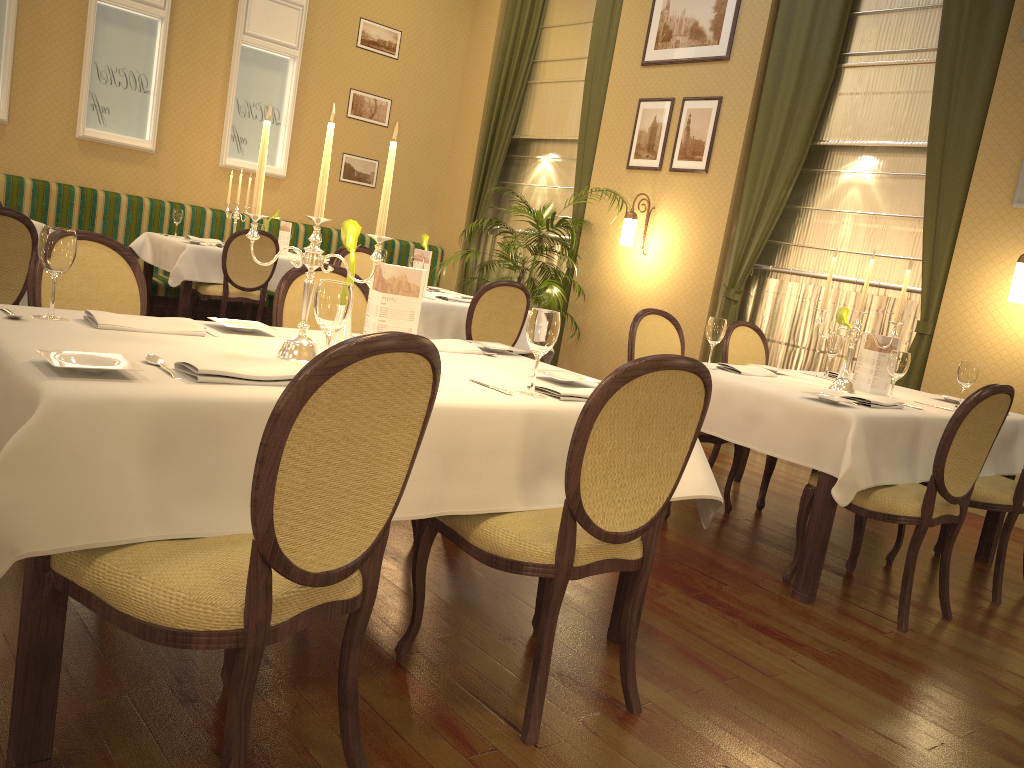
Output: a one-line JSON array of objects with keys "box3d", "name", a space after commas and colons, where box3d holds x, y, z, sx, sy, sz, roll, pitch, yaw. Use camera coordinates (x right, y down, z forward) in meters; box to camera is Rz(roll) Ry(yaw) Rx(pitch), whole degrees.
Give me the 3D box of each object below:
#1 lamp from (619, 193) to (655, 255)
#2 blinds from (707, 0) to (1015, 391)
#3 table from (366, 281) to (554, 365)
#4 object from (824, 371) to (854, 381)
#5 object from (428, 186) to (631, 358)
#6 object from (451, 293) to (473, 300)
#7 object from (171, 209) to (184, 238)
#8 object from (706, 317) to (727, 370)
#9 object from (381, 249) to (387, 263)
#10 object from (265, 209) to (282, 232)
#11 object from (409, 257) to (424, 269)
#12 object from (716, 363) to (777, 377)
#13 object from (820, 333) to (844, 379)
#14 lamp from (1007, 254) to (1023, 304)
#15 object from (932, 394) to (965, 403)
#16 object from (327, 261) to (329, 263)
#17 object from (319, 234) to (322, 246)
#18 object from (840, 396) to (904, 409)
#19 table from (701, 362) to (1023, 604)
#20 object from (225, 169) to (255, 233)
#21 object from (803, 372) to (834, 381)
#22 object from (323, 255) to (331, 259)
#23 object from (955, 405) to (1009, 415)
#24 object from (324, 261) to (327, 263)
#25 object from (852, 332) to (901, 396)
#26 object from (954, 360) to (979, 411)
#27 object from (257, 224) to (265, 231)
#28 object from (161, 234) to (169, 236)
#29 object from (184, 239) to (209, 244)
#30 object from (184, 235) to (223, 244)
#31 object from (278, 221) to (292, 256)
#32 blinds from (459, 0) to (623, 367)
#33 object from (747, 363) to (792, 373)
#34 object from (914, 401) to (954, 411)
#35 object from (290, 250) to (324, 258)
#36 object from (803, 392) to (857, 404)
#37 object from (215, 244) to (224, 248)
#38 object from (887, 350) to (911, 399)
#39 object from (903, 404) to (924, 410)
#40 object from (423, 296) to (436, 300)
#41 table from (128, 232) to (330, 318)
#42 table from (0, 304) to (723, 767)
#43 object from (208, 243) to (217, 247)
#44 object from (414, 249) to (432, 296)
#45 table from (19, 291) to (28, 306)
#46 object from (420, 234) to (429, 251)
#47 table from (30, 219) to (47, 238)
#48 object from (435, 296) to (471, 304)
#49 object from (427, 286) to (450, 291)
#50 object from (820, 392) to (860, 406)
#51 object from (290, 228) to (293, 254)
[{"box3d": [1.076, -1.387, 7.644, 0.114, 0.513, 0.323, 17, 11, 38], "name": "lamp"}, {"box3d": [2.446, -1.709, 6.362, 0.129, 4.537, 1.878, 3, 11, -40], "name": "blinds"}, {"box3d": [-0.580, -0.209, 5.769, 1.395, 0.759, 1.389, 3, 11, -39], "name": "table"}, {"box3d": [1.795, -0.036, 4.717, 0.273, 0.033, 0.142, 3, 11, -40], "name": "object"}, {"box3d": [0.177, -0.937, 7.970, 1.496, 1.807, 1.552, 15, 10, 30], "name": "object"}, {"box3d": [-0.295, -0.565, 5.830, 0.160, 0.024, 0.160, 3, 11, -40], "name": "object"}, {"box3d": [-2.766, -1.327, 7.320, 0.088, 0.229, 0.088, 11, 9, 7], "name": "object"}, {"box3d": [0.896, -0.181, 3.950, 0.088, 0.229, 0.088, 11, 9, 7], "name": "object"}, {"box3d": [-0.872, -0.769, 5.811, 0.088, 0.229, 0.088, 11, 9, 7], "name": "object"}, {"box3d": [-2.065, -1.319, 7.581, 0.076, 0.375, 0.163, 16, 10, 36], "name": "object"}, {"box3d": [-0.576, -0.633, 5.250, 0.088, 0.229, 0.088, 11, 9, 7], "name": "object"}, {"box3d": [1.077, -0.063, 4.064, 0.273, 0.033, 0.142, 3, 11, -40], "name": "object"}, {"box3d": [1.648, -0.144, 4.578, 0.088, 0.229, 0.088, 11, 9, 7], "name": "object"}, {"box3d": [3.065, -0.679, 5.246, 0.114, 0.513, 0.323, 17, 11, 38], "name": "lamp"}, {"box3d": [2.196, 0.081, 4.418, 0.160, 0.024, 0.160, 3, 11, -40], "name": "object"}, {"box3d": [-1.429, -1.026, 7.579, 0.273, 0.024, 0.142, 3, 11, -40], "name": "object"}, {"box3d": [-1.634, -1.139, 7.383, 0.088, 0.229, 0.088, 11, 9, 7], "name": "object"}, {"box3d": [1.476, 0.071, 3.636, 0.273, 0.033, 0.142, 3, 11, -40], "name": "object"}, {"box3d": [1.579, 0.401, 4.215, 2.152, 0.759, 1.385, 3, 11, -40], "name": "table"}, {"box3d": [-2.268, -1.454, 7.317, 0.131, 0.655, 0.390, 4, 10, -34], "name": "object"}, {"box3d": [1.570, -0.039, 4.534, 0.017, 0.010, 0.185, 3, 11, -39], "name": "object"}, {"box3d": [-1.680, -1.177, 8.284, 0.160, 0.024, 0.160, 3, 11, -40], "name": "object"}, {"box3d": [2.232, 0.120, 4.209, 0.273, 0.024, 0.142, 3, 11, -40], "name": "object"}, {"box3d": [-1.616, -1.042, 7.508, 0.017, 0.010, 0.185, 3, 11, -40], "name": "object"}, {"box3d": [1.697, -0.093, 4.142, 0.166, 0.277, 0.081, 13, 9, 21], "name": "object"}, {"box3d": [2.039, 0.011, 3.998, 0.088, 0.229, 0.088, 11, 9, 7], "name": "object"}, {"box3d": [-2.038, -1.171, 7.130, 0.088, 0.229, 0.088, 11, 9, 7], "name": "object"}, {"box3d": [-2.855, -1.227, 7.283, 0.038, 0.015, 0.181, 3, 11, -39], "name": "object"}, {"box3d": [-2.434, -1.085, 6.804, 0.160, 0.024, 0.160, 3, 11, -40], "name": "object"}, {"box3d": [-2.585, -1.209, 7.434, 0.273, 0.033, 0.142, 3, 11, -40], "name": "object"}, {"box3d": [-1.944, -1.240, 7.546, 0.081, 0.277, 0.166, 6, 9, -24], "name": "object"}, {"box3d": [0.271, -2.486, 9.002, 0.225, 4.537, 1.934, 2, 11, -41], "name": "blinds"}, {"box3d": [1.253, -0.069, 4.323, 0.160, 0.024, 0.160, 3, 11, -40], "name": "object"}, {"box3d": [1.908, 0.097, 4.021, 0.017, 0.010, 0.185, 3, 11, -40], "name": "object"}, {"box3d": [-1.867, -1.182, 8.087, 0.273, 0.033, 0.142, 3, 11, -40], "name": "object"}, {"box3d": [1.228, 0.061, 3.434, 0.160, 0.024, 0.160, 3, 11, -40], "name": "object"}, {"box3d": [-2.185, -1.075, 7.006, 0.273, 0.033, 0.142, 3, 11, -40], "name": "object"}, {"box3d": [1.624, -0.025, 3.760, 0.088, 0.229, 0.088, 11, 9, 7], "name": "object"}, {"box3d": [1.689, 0.087, 3.837, 0.017, 0.010, 0.185, 3, 11, -40], "name": "object"}, {"box3d": [-0.516, -0.523, 5.334, 0.017, 0.010, 0.185, 3, 11, -40], "name": "object"}, {"box3d": [-2.082, -0.745, 7.585, 2.152, 0.759, 1.385, 3, 11, -40], "name": "table"}, {"box3d": [-0.464, 0.305, 2.492, 2.152, 0.759, 1.385, 3, 11, -40], "name": "table"}, {"box3d": [-2.345, -1.086, 6.942, 0.038, 0.015, 0.181, 3, 11, -39], "name": "object"}, {"box3d": [-0.593, -0.702, 5.540, 0.081, 0.277, 0.166, 4, 10, -34], "name": "object"}, {"box3d": [-2.641, -0.307, 4.031, 1.395, 0.759, 1.389, 3, 11, -39], "name": "table"}, {"box3d": [-0.576, -0.783, 5.751, 0.076, 0.375, 0.163, 7, 9, -19], "name": "object"}, {"box3d": [-4.144, -0.842, 5.846, 2.152, 0.759, 1.385, 3, 11, -40], "name": "table"}, {"box3d": [-0.327, -0.522, 5.509, 0.273, 0.024, 0.142, 3, 11, -40], "name": "object"}, {"box3d": [-0.538, -0.656, 6.146, 0.160, 0.024, 0.160, 3, 11, -40], "name": "object"}, {"box3d": [1.316, 0.060, 3.571, 0.038, 0.015, 0.181, 3, 11, -39], "name": "object"}, {"box3d": [-2.014, -1.290, 7.949, 0.088, 0.229, 0.088, 11, 9, 7], "name": "object"}]
